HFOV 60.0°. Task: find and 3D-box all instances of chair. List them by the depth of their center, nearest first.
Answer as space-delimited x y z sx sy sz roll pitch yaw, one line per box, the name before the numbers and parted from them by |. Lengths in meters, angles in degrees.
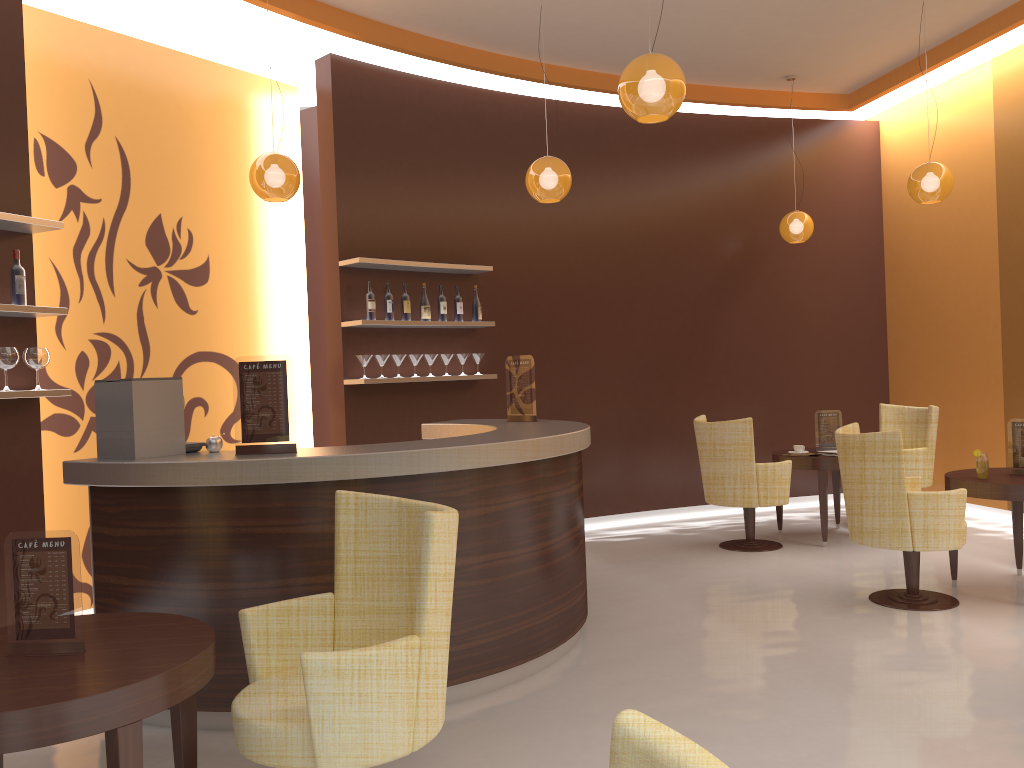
chair | -0.079 0.872 0.675 0.685 1.017 0.729 -2 0 20
chair | -0.496 0.872 2.690 0.685 1.017 0.729 -3 1 -34
chair | 2.250 0.744 5.122 0.685 1.017 0.729 -2 0 5
chair | 1.783 0.749 6.850 0.685 1.017 0.729 -2 0 -15
chair | 3.236 0.686 7.511 0.685 1.017 0.729 -2 0 -13

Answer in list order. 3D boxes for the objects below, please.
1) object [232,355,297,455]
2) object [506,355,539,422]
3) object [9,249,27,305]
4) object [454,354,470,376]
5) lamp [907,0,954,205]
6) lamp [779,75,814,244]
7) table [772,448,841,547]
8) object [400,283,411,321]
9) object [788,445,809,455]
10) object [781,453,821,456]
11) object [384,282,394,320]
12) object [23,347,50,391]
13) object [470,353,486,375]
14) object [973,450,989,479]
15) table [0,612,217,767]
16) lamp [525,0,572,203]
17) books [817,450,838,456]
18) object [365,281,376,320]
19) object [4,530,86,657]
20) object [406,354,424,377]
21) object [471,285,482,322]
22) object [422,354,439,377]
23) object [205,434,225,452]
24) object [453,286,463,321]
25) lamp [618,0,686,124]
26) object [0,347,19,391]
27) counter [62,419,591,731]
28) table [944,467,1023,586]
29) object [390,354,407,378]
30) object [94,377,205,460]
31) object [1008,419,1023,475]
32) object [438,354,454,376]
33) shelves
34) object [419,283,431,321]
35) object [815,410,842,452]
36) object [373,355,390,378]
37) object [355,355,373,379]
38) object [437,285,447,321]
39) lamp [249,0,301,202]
object | -1.043 0.087 3.733 0.258 0.414 0.052 -2 0 2
object | 0.055 0.029 5.550 0.052 0.414 0.258 -3 1 -43
object | -2.507 -0.532 4.496 0.073 0.297 0.073 -2 0 -3
object | -0.396 -0.154 7.098 0.137 0.174 0.137 -2 0 13
lamp | 2.943 -2.036 6.286 0.299 1.500 0.299 -2 1 30
lamp | 2.558 -2.035 8.044 0.299 1.500 0.299 -2 0 -12
table | 2.548 0.886 7.096 0.872 0.679 0.874 -2 0 24
object | -0.811 -0.618 6.746 0.073 0.297 0.073 -2 0 -15
object | 2.257 0.519 6.987 0.153 0.069 0.153 -2 0 14
object | 2.241 0.549 6.981 0.239 0.021 0.464 -2 0 1
object | -0.922 -0.612 6.637 0.073 0.297 0.073 -2 1 25
object | -2.449 -0.076 4.575 0.125 0.221 0.125 -2 0 12
object | -0.276 -0.159 7.196 0.137 0.174 0.137 -3 1 -37
object | 2.746 0.468 5.179 0.072 0.171 0.067 -3 1 -30
table | -1.249 1.074 2.405 0.872 0.679 0.874 -2 1 34
lamp | 0.210 -1.923 5.687 0.299 1.500 0.299 -2 0 6
books | 2.600 0.529 6.840 0.367 0.035 0.345 -2 0 -22
object | -1.042 -0.607 6.515 0.073 0.297 0.073 -2 1 25
object | -1.276 0.568 2.416 0.209 0.335 0.042 -2 0 2
object | -0.743 -0.138 6.800 0.137 0.174 0.137 -3 1 -37
object | -0.291 -0.647 7.184 0.086 0.303 0.086 -2 0 2
object | -0.635 -0.143 6.900 0.137 0.174 0.137 -3 1 -37
object | -1.331 0.265 3.962 0.075 0.077 0.075 -3 1 -44
object | -0.429 -0.635 7.075 0.073 0.297 0.073 -2 1 25
lamp | 0.596 -1.924 3.928 0.299 1.500 0.299 -3 1 -34
object | -2.526 -0.071 4.424 0.125 0.221 0.125 -2 0 12
counter | -0.445 0.814 4.581 1.586 1.100 2.917 -2 1 33
table | 3.058 0.880 5.251 0.872 0.679 0.874 -2 0 19
object | -0.858 -0.134 6.698 0.137 0.174 0.137 -3 1 -37
object | -1.590 0.144 3.927 0.270 0.340 0.373 -2 1 33
object | 2.826 0.375 6.178 0.187 0.335 2.090 -2 0 -16
object | -0.518 -0.148 6.999 0.137 0.174 0.137 -3 1 -37
shelves | -1.684 -0.420 5.418 0.586 0.902 4.744 -2 1 35
object | -0.677 -0.629 6.876 0.086 0.303 0.086 -3 1 -29
object | 2.550 0.378 7.137 0.209 0.335 0.042 -2 0 11
object | -0.968 -0.128 6.589 0.137 0.174 0.137 -2 1 43
object | -1.079 -0.123 6.480 0.137 0.174 0.137 -2 1 43
object | -0.551 -0.630 6.974 0.073 0.297 0.073 -2 1 25
lamp | -1.449 -1.854 5.323 0.299 1.500 0.299 -2 0 6
